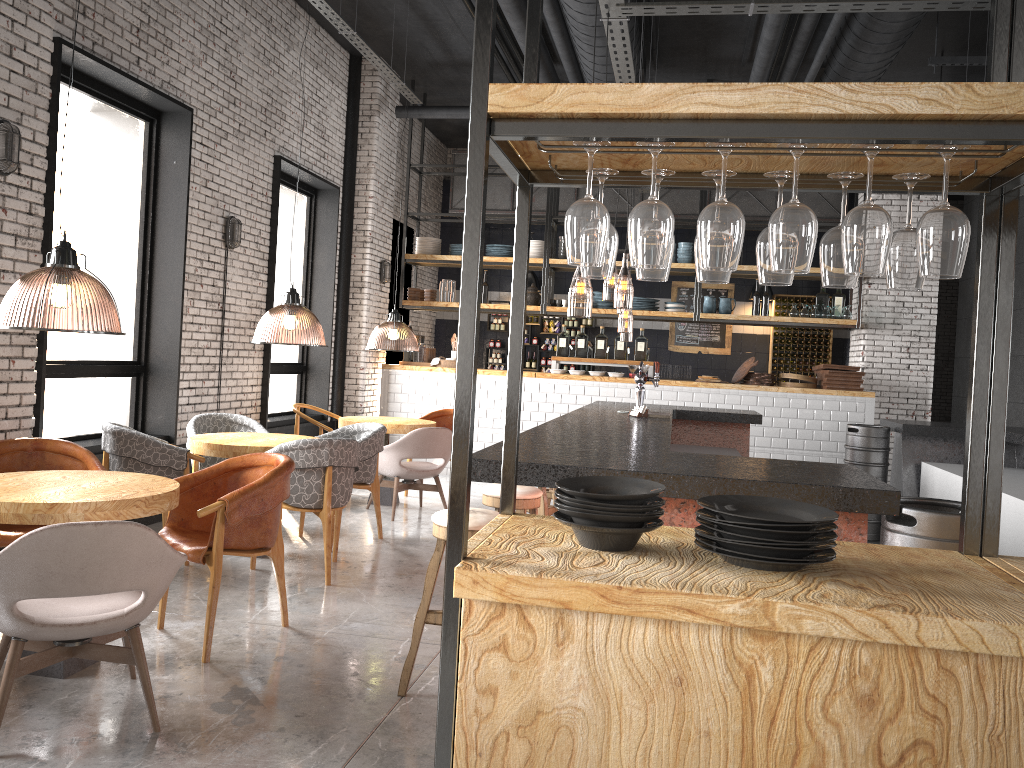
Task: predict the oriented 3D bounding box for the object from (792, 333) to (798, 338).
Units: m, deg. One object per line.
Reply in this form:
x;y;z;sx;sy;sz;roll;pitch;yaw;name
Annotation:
4.366;-0.753;13.670;0.079;0.079;0.283;3;2;10;object

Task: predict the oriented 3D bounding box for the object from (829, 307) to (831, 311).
4.844;-1.144;13.538;0.079;0.079;0.283;3;2;10;object

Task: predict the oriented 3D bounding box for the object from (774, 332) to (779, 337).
4.082;-0.769;13.693;0.079;0.079;0.283;3;2;10;object

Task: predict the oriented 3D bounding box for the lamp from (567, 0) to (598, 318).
0.336;-1.086;3.844;0.108;1.598;0.108;4;1;42;lamp

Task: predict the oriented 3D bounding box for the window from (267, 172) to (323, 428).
-2.449;-0.921;9.620;0.365;2.696;1.535;3;1;10;window

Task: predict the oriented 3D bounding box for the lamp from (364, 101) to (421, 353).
-1.081;-1.518;8.513;0.536;2.405;0.537;3;1;-38;lamp

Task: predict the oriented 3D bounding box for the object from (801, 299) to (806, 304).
4.483;-1.271;13.629;0.079;0.079;0.283;3;2;10;object

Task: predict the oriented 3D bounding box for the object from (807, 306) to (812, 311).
4.573;-1.161;13.628;0.079;0.079;0.283;3;2;10;object

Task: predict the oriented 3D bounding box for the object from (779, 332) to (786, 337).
4.172;-0.763;13.662;0.079;0.079;0.283;3;2;10;object

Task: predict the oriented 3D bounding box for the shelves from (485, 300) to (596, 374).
0.454;-0.632;14.486;1.761;1.482;0.157;3;1;10;shelves

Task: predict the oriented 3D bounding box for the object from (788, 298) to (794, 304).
4.298;-1.283;13.663;0.079;0.079;0.283;3;2;10;object

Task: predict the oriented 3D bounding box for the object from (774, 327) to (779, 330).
4.090;-0.874;13.701;0.079;0.079;0.283;3;2;10;object

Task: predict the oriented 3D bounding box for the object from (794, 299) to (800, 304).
4.394;-1.277;13.665;0.079;0.079;0.283;3;2;10;object

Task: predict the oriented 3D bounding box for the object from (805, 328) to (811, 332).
4.553;-0.846;13.615;0.079;0.079;0.283;3;2;10;object

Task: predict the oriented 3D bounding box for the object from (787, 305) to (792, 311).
4.289;-1.177;13.645;0.079;0.079;0.283;3;2;10;object

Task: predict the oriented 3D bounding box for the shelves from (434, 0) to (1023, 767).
1.787;-0.993;1.779;3.660;5.018;0.690;3;1;10;shelves

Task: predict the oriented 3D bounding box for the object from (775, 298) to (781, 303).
4.109;-1.293;13.678;0.079;0.079;0.283;3;2;10;object

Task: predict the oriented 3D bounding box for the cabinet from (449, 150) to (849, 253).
1.966;-2.560;13.500;5.864;1.768;0.682;3;1;10;cabinet

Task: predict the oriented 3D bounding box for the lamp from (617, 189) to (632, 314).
0.908;-1.342;6.878;0.108;1.598;0.108;4;1;42;lamp

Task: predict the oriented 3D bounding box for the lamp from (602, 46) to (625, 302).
0.663;-1.317;5.550;0.108;1.598;0.108;4;1;42;lamp

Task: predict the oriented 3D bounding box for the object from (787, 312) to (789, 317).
4.289;-1.073;13.680;0.079;0.079;0.283;3;2;10;object

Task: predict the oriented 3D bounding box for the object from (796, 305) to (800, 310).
4.385;-1.172;13.647;0.079;0.079;0.283;3;2;10;object

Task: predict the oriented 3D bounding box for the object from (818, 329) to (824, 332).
4.741;-0.835;13.596;0.079;0.079;0.283;3;2;10;object

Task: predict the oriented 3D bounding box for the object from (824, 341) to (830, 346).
4.823;-0.620;13.585;0.079;0.079;0.283;3;2;10;object

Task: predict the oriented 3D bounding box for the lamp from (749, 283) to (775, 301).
3.880;-1.771;13.699;0.390;0.937;0.390;3;1;13;lamp

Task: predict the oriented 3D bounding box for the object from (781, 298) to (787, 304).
4.208;-1.288;13.696;0.079;0.079;0.283;3;2;10;object

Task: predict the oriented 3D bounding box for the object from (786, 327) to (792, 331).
4.278;-0.863;13.682;0.079;0.079;0.283;3;2;10;object

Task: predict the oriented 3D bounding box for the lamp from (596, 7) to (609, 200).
0.451;-1.394;4.372;0.108;1.598;0.108;4;1;42;lamp

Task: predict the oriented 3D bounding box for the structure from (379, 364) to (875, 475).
1.331;0.581;11.212;5.801;1.345;1.511;3;1;10;structure

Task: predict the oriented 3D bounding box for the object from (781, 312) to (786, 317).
4.194;-1.078;13.682;0.079;0.079;0.283;3;2;10;object

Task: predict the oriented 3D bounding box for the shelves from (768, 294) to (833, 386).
4.441;-0.285;13.701;0.889;2.148;0.251;3;1;10;shelves

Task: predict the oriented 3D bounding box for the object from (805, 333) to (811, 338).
4.550;-0.741;13.632;0.079;0.079;0.283;3;2;10;object

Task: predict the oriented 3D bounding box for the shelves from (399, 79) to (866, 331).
1.461;-2.360;11.267;5.678;3.066;0.597;3;1;10;shelves

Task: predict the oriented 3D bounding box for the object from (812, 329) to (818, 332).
4.649;-0.841;13.618;0.079;0.079;0.283;3;2;10;object

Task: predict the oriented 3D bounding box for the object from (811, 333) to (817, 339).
4.640;-0.736;13.599;0.079;0.079;0.283;3;2;10;object

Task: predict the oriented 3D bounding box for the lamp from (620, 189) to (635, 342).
1.005;-1.154;7.460;0.108;1.598;0.108;4;1;42;lamp

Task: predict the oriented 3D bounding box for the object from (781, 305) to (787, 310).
4.195;-1.183;13.658;0.079;0.079;0.283;3;2;10;object

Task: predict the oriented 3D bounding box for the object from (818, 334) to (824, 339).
4.736;-0.730;13.597;0.079;0.079;0.283;3;2;10;object

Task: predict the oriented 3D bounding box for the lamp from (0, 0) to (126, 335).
-1.933;-1.431;3.904;0.536;2.405;0.537;3;1;-38;lamp

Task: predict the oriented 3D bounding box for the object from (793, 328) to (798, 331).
4.368;-0.857;13.649;0.079;0.079;0.283;3;2;10;object

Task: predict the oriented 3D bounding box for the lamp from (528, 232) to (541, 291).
0.306;-1.987;14.394;0.390;0.937;0.390;3;1;13;lamp

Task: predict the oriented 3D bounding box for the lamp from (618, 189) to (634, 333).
0.838;-1.157;6.227;0.108;1.598;0.108;3;0;-8;lamp

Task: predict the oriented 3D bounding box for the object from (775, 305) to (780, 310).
4.110;-1.189;13.713;0.079;0.079;0.283;3;2;10;object

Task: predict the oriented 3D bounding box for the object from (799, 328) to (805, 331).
4.457;-0.851;13.613;0.079;0.079;0.283;3;2;10;object

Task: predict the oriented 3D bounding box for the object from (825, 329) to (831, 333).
4.830;-0.829;13.555;0.079;0.079;0.283;3;2;10;object

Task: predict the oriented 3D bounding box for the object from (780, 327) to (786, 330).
4.179;-0.868;13.665;0.079;0.079;0.283;3;2;10;object

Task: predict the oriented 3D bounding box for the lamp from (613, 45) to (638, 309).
0.656;-1.148;4.919;0.108;1.461;0.108;3;1;-18;lamp

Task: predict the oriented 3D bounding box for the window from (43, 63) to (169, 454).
-3.032;-0.862;6.471;0.365;2.696;1.535;3;1;10;window

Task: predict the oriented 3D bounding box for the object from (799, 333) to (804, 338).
4.457;-0.747;13.648;0.079;0.079;0.283;3;2;10;object

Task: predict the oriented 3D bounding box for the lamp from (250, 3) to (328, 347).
-1.502;-1.475;6.234;0.536;2.405;0.537;3;1;-38;lamp

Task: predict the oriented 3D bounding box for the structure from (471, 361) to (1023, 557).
2.437;0.697;5.822;4.311;1.533;5.877;3;2;10;structure

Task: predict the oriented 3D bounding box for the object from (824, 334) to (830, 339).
4.825;-0.724;13.565;0.079;0.079;0.283;3;2;10;object

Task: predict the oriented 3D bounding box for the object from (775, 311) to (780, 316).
4.105;-1.084;13.719;0.079;0.079;0.283;3;2;10;object

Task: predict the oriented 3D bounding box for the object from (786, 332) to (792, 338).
4.269;-0.758;13.667;0.079;0.079;0.283;3;2;10;object

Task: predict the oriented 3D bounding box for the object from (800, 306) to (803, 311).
4.480;-1.167;13.645;0.079;0.079;0.283;3;2;10;object
